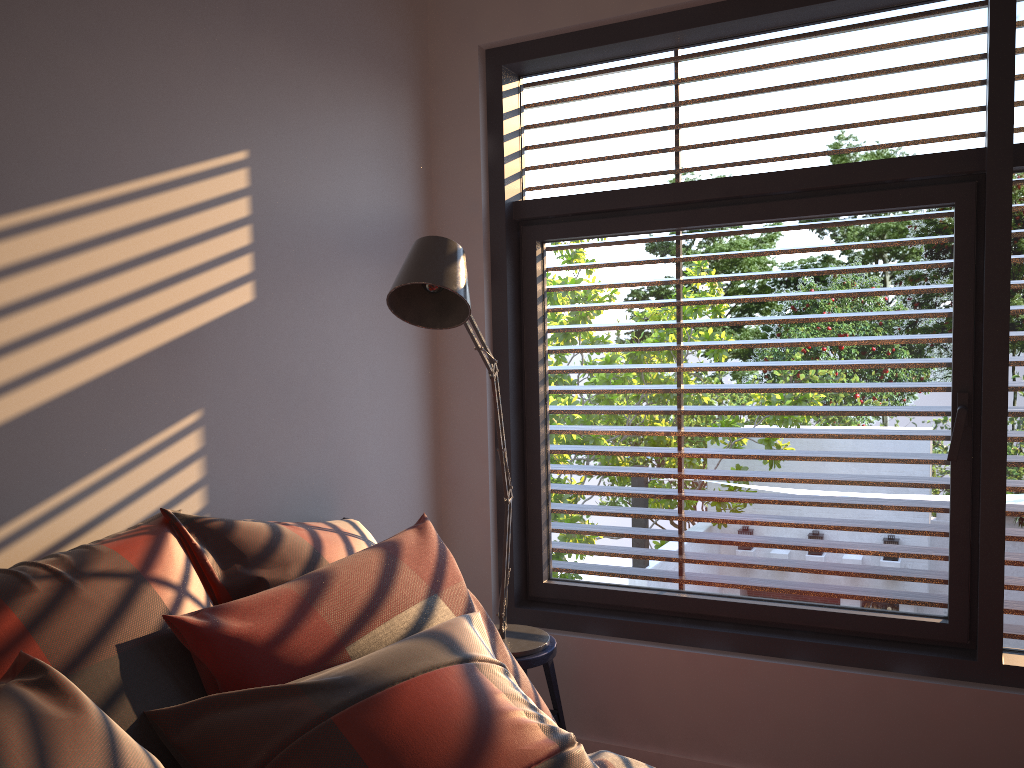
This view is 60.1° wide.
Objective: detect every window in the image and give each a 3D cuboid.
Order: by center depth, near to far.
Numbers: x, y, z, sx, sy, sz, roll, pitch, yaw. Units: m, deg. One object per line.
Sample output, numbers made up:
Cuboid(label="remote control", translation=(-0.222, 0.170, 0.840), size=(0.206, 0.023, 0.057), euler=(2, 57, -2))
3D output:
Cuboid(label="window", translation=(1.149, -0.154, 2.494), size=(2.636, 1.948, 0.169), euler=(0, 5, 27))

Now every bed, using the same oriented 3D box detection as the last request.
Cuboid(label="bed", translation=(0.119, 0.904, 1.106), size=(2.313, 0.772, 2.030), euler=(0, 2, 27))

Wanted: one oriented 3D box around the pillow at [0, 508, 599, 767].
Cuboid(label="pillow", translation=(-0.430, 0.623, 1.367), size=(1.144, 0.736, 2.136), euler=(0, 2, 25))

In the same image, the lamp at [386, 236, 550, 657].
Cuboid(label="lamp", translation=(-0.121, 0.215, 2.356), size=(0.279, 1.131, 0.785), euler=(0, 4, 19))

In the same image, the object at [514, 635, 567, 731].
Cuboid(label="object", translation=(-0.029, 1.012, 2.656), size=(0.342, 0.482, 0.337), euler=(0, 4, 25))

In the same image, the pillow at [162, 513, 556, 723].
Cuboid(label="pillow", translation=(-0.497, 0.597, 1.308), size=(0.527, 0.553, 1.809), euler=(0, 2, 28))
